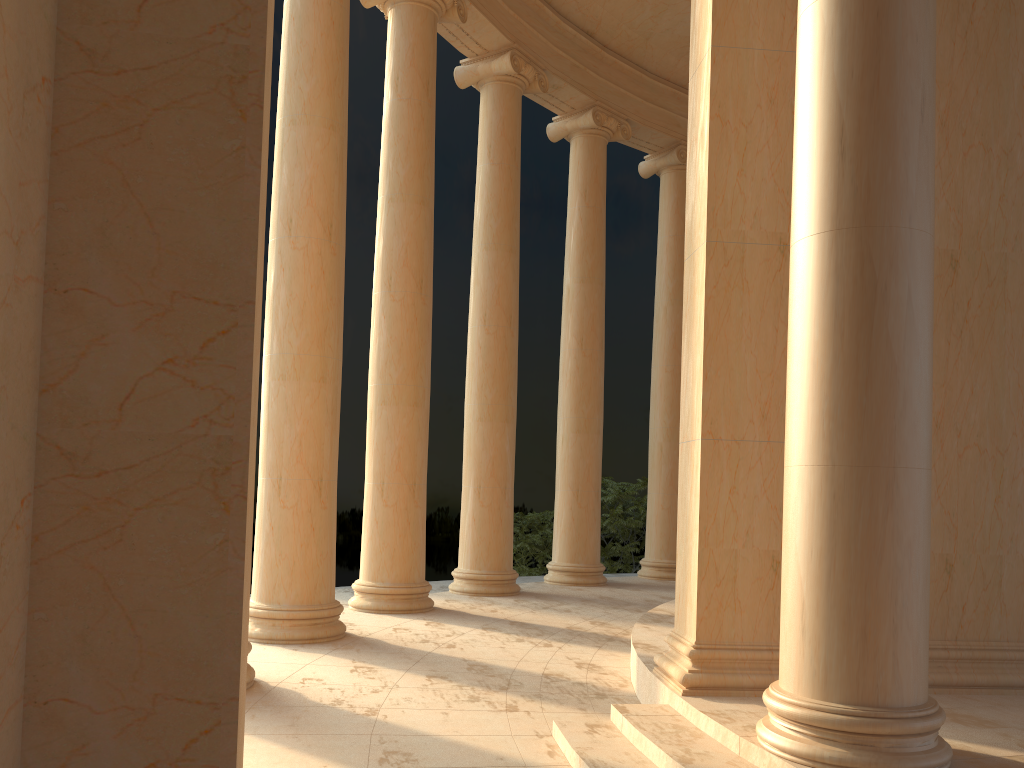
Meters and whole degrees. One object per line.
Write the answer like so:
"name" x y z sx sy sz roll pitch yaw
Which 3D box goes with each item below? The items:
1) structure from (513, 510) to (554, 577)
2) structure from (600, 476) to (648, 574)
"structure" 21.714 309.359 1516.422 149.172 187.738 156.323 1 -4 7
"structure" 209.630 313.148 1604.942 247.179 298.555 238.533 2 -4 -2
